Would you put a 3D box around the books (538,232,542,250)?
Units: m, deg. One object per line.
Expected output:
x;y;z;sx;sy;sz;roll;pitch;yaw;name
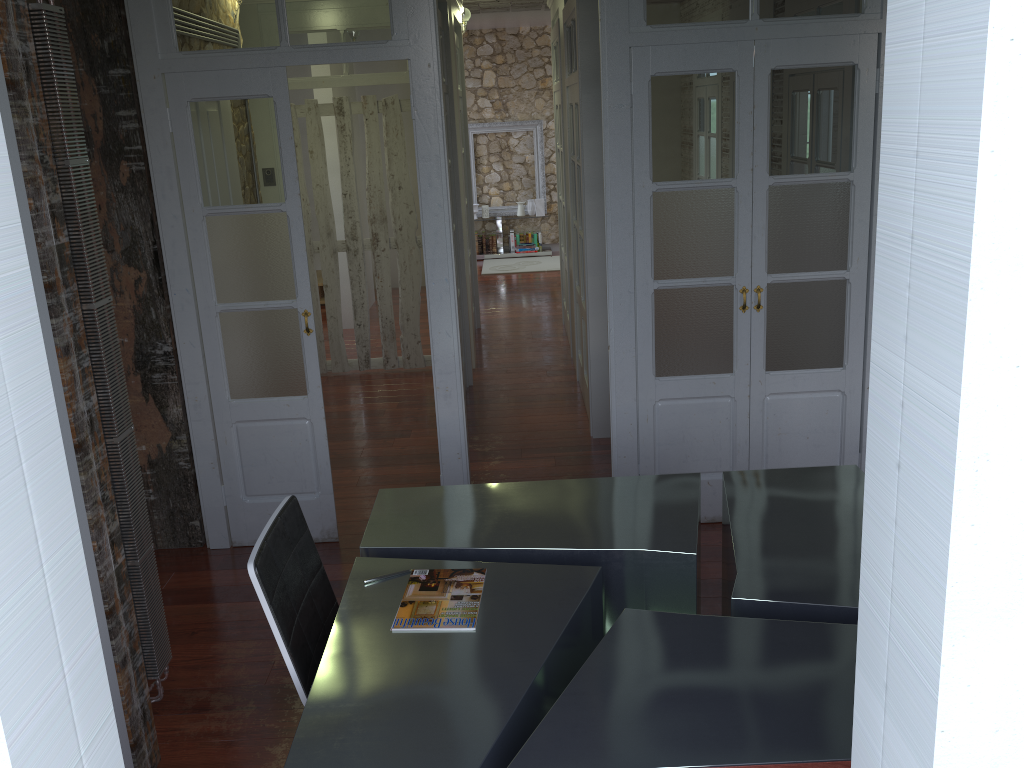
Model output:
0.385;-1.974;12.178;0.034;0.231;0.185;-3;16;1;books

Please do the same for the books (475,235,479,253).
-0.495;-1.947;12.200;0.066;0.260;0.200;-3;15;1;books

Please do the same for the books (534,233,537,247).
0.321;-1.968;12.191;0.045;0.219;0.177;-3;16;1;books

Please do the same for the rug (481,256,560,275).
0.153;-1.539;11.434;1.067;0.016;1.083;-3;17;1;rug

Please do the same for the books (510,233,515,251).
0.006;-1.973;12.186;0.053;0.265;0.179;-3;15;1;books

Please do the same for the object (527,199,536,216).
0.263;-2.389;11.995;0.115;0.206;0.114;9;20;39;object

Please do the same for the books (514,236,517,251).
0.048;-1.945;12.191;0.026;0.204;0.163;-3;16;1;books

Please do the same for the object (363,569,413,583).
-0.358;0.556;2.570;0.149;0.011;0.011;-11;17;-23;object

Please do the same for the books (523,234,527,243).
0.181;-1.955;12.190;0.037;0.211;0.170;-3;16;1;books

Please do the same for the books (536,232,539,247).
0.356;-1.972;12.182;0.026;0.229;0.162;-3;15;1;books

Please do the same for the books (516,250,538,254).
0.200;-1.802;11.995;0.284;0.032;0.200;-3;17;1;books

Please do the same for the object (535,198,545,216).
0.376;-2.368;11.875;0.118;0.225;0.074;-3;15;1;object

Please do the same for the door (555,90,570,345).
0.447;-1.396;7.461;0.041;2.058;1.091;-3;15;1;door

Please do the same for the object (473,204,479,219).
-0.522;-2.328;11.964;0.173;0.190;0.173;-3;16;1;object

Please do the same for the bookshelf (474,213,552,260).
-0.170;-2.012;12.126;1.400;0.543;0.406;-3;15;1;bookshelf

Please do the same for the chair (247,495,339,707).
-0.334;0.801;2.460;0.601;0.907;0.482;-3;15;1;chair

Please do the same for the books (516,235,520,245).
0.083;-1.959;12.207;0.045;0.219;0.177;-3;16;1;books

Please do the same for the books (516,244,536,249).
0.192;-1.862;11.983;0.254;0.029;0.177;-1;17;5;books

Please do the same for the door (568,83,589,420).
0.452;-0.862;5.739;0.041;2.058;1.091;-3;15;1;door

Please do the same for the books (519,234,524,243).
0.134;-1.958;12.184;0.057;0.225;0.173;-3;15;1;books

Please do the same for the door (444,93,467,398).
-0.401;-0.814;5.736;0.041;2.058;1.091;-3;15;1;door

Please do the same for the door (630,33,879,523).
1.065;-0.395;3.957;1.057;2.150;0.041;-3;14;1;door

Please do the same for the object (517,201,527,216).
0.126;-2.377;12.007;0.116;0.192;0.137;6;18;30;object

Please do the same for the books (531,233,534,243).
0.282;-1.969;12.183;0.034;0.231;0.185;-3;16;1;books

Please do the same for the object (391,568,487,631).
-0.194;0.592;2.441;0.223;0.012;0.311;-2;17;5;object

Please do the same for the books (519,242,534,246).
0.195;-1.887;11.975;0.204;0.023;0.146;-3;17;1;books

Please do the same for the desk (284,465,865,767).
0.397;0.862;2.557;1.712;0.645;1.466;-3;17;1;desk

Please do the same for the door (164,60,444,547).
-0.781;-0.311;4.019;1.192;2.153;0.487;-10;16;-24;door

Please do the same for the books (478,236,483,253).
-0.433;-1.930;12.192;0.057;0.226;0.192;-3;16;1;books

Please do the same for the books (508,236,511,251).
-0.033;-1.940;12.191;0.027;0.204;0.163;-3;16;1;books

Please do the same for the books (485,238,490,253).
-0.335;-1.913;12.184;0.048;0.189;0.146;-3;15;1;books

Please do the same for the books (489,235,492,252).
-0.293;-1.935;12.195;0.038;0.220;0.161;-3;15;1;books

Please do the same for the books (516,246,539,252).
0.198;-1.832;11.987;0.285;0.031;0.200;-7;18;-14;books

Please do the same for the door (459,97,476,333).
-0.406;-1.351;7.471;0.041;2.058;1.091;-3;15;1;door

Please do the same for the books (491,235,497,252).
-0.246;-1.939;12.191;0.057;0.225;0.173;-3;15;1;books

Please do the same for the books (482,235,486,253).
-0.383;-1.947;12.169;0.044;0.266;0.142;-3;15;1;books

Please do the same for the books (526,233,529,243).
0.216;-1.966;12.184;0.034;0.231;0.185;-3;16;1;books

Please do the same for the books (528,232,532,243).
0.249;-1.966;12.180;0.034;0.231;0.185;-3;16;1;books
